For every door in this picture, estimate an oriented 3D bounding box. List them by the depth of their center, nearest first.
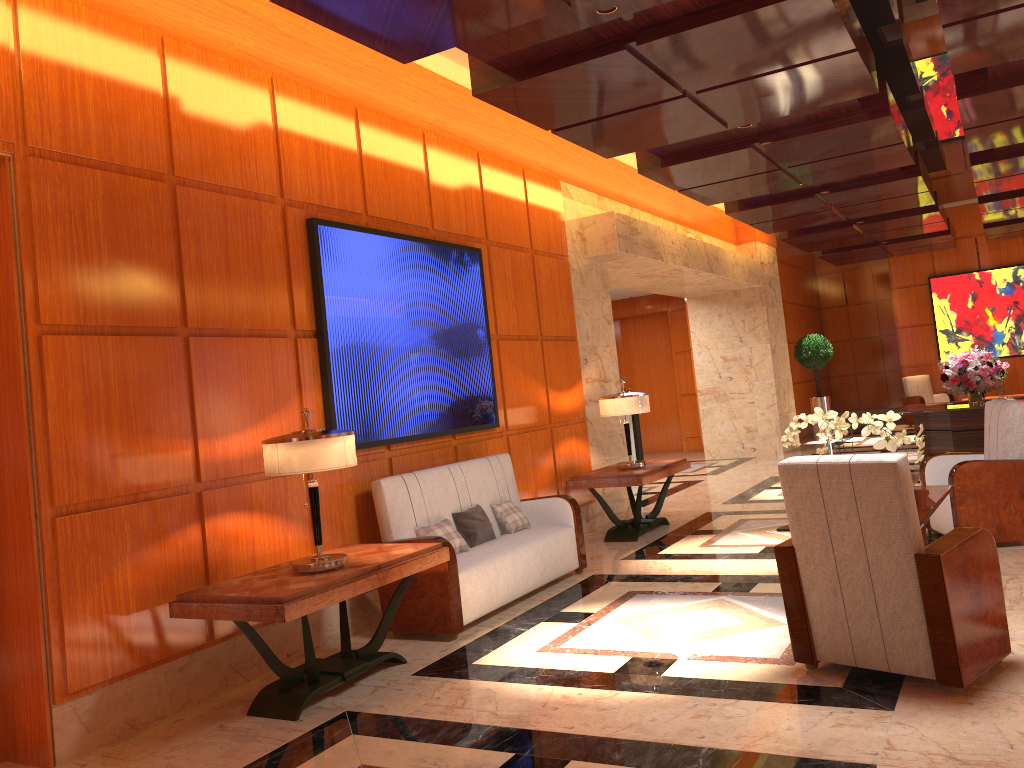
[{"bbox_3d":[-2.601,0.351,3.237,0.340,2.657,1.538,-8,-3,29],"label":"door"},{"bbox_3d":[2.605,0.008,17.062,1.283,2.702,0.340,-8,-4,29],"label":"door"}]

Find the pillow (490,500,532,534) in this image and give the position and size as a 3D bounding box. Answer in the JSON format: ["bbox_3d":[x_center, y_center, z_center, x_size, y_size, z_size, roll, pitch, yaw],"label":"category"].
[{"bbox_3d":[-0.005,0.961,6.390,0.202,0.230,0.273,-7,-2,32],"label":"pillow"}]

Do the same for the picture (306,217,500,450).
[{"bbox_3d":[-0.684,-0.336,6.287,0.056,1.455,1.997,-8,-2,29],"label":"picture"}]

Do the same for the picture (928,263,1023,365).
[{"bbox_3d":[9.178,-1.343,16.984,1.992,1.740,0.056,-7,-3,29],"label":"picture"}]

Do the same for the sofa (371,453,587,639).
[{"bbox_3d":[-0.182,0.997,5.999,0.611,0.934,1.800,-7,-2,30],"label":"sofa"}]

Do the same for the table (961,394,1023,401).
[{"bbox_3d":[8.063,0.477,14.550,1.165,0.535,0.725,-7,-2,29],"label":"table"}]

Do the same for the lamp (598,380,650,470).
[{"bbox_3d":[1.041,0.364,8.038,0.457,0.811,0.459,-8,-3,38],"label":"lamp"}]

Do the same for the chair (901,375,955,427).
[{"bbox_3d":[7.939,0.309,16.946,0.738,0.963,0.627,-6,-3,-12],"label":"chair"}]

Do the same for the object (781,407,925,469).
[{"bbox_3d":[2.015,0.425,5.233,0.788,0.618,0.417,-6,-3,6],"label":"object"}]

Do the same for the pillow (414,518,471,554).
[{"bbox_3d":[-0.442,0.989,5.624,0.194,0.227,0.344,-8,-2,34],"label":"pillow"}]

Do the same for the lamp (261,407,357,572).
[{"bbox_3d":[-0.989,0.510,4.413,0.459,0.795,0.457,-6,-3,-9],"label":"lamp"}]

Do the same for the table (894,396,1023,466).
[{"bbox_3d":[5.324,0.586,10.079,1.597,0.746,1.601,-7,-2,29],"label":"table"}]

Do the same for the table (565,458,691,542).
[{"bbox_3d":[1.121,1.070,8.150,0.724,0.608,1.271,-7,-2,29],"label":"table"}]

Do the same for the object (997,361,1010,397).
[{"bbox_3d":[8.031,-0.089,14.601,0.327,0.597,0.349,-4,-4,-41],"label":"object"}]

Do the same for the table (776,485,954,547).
[{"bbox_3d":[2.180,0.969,5.277,0.720,0.497,1.561,-7,-2,32],"label":"table"}]

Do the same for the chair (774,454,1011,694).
[{"bbox_3d":[1.621,0.759,3.878,0.629,0.963,0.735,-4,-3,-42],"label":"chair"}]

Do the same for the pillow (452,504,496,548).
[{"bbox_3d":[-0.255,0.967,6.017,0.160,0.253,0.358,-7,-2,26],"label":"pillow"}]

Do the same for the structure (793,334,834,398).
[{"bbox_3d":[5.618,-0.091,16.339,0.721,1.716,0.721,-6,-3,7],"label":"structure"}]

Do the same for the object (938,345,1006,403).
[{"bbox_3d":[5.242,-0.113,10.102,0.649,0.660,0.680,-7,-2,20],"label":"object"}]

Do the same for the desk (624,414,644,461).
[{"bbox_3d":[0.932,0.893,13.054,0.939,1.143,2.927,-7,-2,29],"label":"desk"}]

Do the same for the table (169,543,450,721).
[{"bbox_3d":[-0.941,1.226,4.465,0.724,0.608,1.271,-7,-2,29],"label":"table"}]

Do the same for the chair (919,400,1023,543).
[{"bbox_3d":[3.336,0.619,6.336,0.628,0.963,0.737,-6,-2,8],"label":"chair"}]
